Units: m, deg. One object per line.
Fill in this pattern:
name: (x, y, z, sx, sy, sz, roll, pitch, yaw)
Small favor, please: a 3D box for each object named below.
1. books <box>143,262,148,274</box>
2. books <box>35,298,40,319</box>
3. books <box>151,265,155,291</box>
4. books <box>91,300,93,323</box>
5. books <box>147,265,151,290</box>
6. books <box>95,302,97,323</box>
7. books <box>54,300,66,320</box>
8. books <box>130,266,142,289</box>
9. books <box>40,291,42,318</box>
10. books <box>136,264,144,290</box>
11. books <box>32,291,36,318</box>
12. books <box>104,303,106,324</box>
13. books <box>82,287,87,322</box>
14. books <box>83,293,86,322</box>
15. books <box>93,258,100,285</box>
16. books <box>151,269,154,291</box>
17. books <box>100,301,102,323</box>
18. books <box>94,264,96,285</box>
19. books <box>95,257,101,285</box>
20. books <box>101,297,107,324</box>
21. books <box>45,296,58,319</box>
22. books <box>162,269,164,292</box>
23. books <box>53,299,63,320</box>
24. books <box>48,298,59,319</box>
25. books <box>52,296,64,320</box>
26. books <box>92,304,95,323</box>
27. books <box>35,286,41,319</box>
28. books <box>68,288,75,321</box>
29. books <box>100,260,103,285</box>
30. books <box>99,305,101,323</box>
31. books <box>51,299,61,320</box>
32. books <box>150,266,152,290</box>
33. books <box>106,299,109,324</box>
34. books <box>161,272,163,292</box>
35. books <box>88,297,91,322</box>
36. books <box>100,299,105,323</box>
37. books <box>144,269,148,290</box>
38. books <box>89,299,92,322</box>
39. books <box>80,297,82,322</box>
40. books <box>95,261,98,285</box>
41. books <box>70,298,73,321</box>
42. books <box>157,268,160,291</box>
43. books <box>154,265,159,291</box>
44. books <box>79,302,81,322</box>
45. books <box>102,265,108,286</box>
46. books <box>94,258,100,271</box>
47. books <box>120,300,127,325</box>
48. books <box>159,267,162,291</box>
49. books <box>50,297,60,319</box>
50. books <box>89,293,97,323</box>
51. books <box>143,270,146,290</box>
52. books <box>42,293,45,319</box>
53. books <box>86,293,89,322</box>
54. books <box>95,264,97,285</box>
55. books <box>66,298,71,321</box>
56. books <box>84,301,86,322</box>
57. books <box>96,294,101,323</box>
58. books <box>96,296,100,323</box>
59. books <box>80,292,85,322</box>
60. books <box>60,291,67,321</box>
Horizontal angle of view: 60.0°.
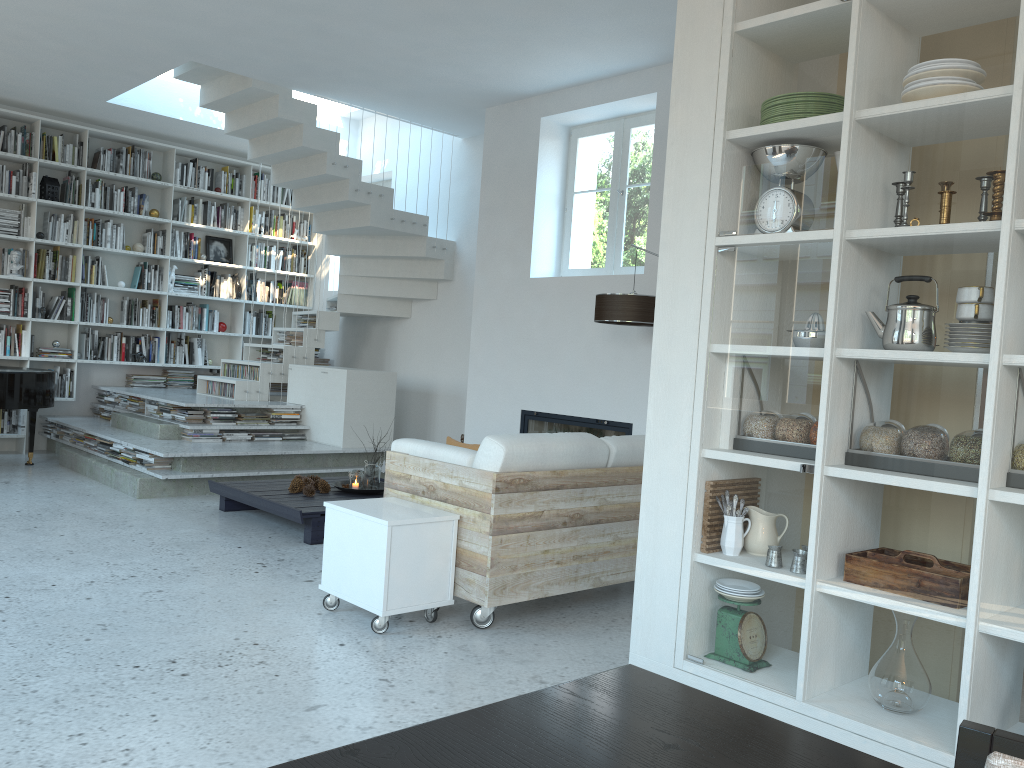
books: (-3.783, -1.105, 9.113, 0.013, 0.295, 0.153, 2, 3, -43)
books: (-4.529, -0.718, 8.427, 0.027, 0.192, 0.182, 2, 3, -43)
books: (-3.728, -1.092, 9.159, 0.032, 0.275, 0.154, 2, 3, -43)
books: (-4.181, -0.716, 8.764, 0.013, 0.218, 0.160, 2, 3, -43)
books: (-3.758, -1.088, 9.119, 0.018, 0.263, 0.165, 2, 3, -43)
books: (-4.155, -0.708, 8.803, 0.013, 0.203, 0.167, 2, 3, -43)
books: (-4.394, -0.716, 8.575, 0.091, 0.205, 0.169, 2, 3, -43)
books: (-3.842, -1.080, 9.057, 0.056, 0.241, 0.153, 2, 3, -43)
books: (-4.519, -0.756, 8.466, 0.012, 0.266, 0.157, 2, 3, -43)
books: (-3.809, -1.091, 9.077, 0.021, 0.264, 0.174, 2, 3, -43)
books: (-4.561, -0.751, 8.422, 0.028, 0.253, 0.142, 2, 3, -43)
books: (-4.092, -0.707, 8.850, 0.014, 0.207, 0.180, 2, 3, -43)
books: (-4.224, -0.781, 8.745, 0.007, 0.342, 0.149, 2, 3, -43)
books: (-4.228, -0.750, 8.720, 0.006, 0.281, 0.155, 2, 3, -43)
books: (-4.121, -1.107, 8.781, 0.006, 0.270, 0.178, 2, 3, -43)
books: (-3.733, -1.067, 9.135, 0.012, 0.224, 0.178, 2, 3, -43)
books: (-4.119, -0.716, 8.842, 0.008, 0.223, 0.133, 2, 3, -43)
books: (-4.151, -1.078, 8.763, 0.014, 0.209, 0.156, 2, 3, -43)
books: (-4.113, -1.116, 8.795, 0.013, 0.287, 0.158, 2, 3, -43)
books: (-4.083, -0.734, 8.862, 0.014, 0.261, 0.141, 2, 3, -43)
books: (-4.437, -0.730, 8.509, 0.095, 0.228, 0.190, 2, 3, -43)
books: (-3.653, -1.074, 9.214, 0.010, 0.246, 0.158, 2, 3, -43)
books: (-4.411, -0.723, 8.574, 0.090, 0.215, 0.139, 2, 3, -43)
books: (-4.429, -0.721, 8.525, 0.089, 0.210, 0.175, 2, 3, -43)
books: (-4.406, -0.735, 8.563, 0.094, 0.239, 0.149, 2, 3, -43)
books: (-4.170, -0.700, 8.770, 0.013, 0.186, 0.183, 2, 3, -43)
books: (-4.521, -0.776, 8.450, 0.013, 0.307, 0.141, 2, 3, -43)
books: (-4.301, -0.775, 8.645, 0.014, 0.325, 0.182, 2, 3, -43)
books: (-4.103, -1.099, 8.817, 0.007, 0.254, 0.160, 2, 3, -43)
books: (-4.127, -0.695, 8.834, 0.013, 0.179, 0.140, 2, 3, -43)
books: (-4.420, -0.721, 8.555, 0.090, 0.212, 0.143, 2, 3, -43)
books: (-3.747, -1.085, 9.131, 0.015, 0.259, 0.152, 2, 3, -43)
books: (-4.074, -0.728, 8.872, 0.013, 0.251, 0.172, 2, 3, -43)
books: (-3.672, -1.059, 9.211, 0.023, 0.212, 0.164, 2, 3, -43)
books: (-4.196, -0.732, 8.746, 0.013, 0.249, 0.165, 2, 3, -43)
books: (-4.104, -0.723, 8.842, 0.015, 0.238, 0.176, 2, 3, -43)
books: (-3.784, -1.067, 9.094, 0.013, 0.219, 0.187, 2, 3, -43)
books: (-4.181, -0.720, 8.747, 0.011, 0.226, 0.188, 2, 3, -43)
books: (-4.260, -0.731, 8.714, 0.011, 0.239, 0.136, 2, 3, -43)
books: (-4.136, -1.095, 8.781, 0.017, 0.243, 0.132, 2, 3, -43)
books: (-4.318, -0.727, 8.637, 0.021, 0.226, 0.148, 2, 3, -43)
books: (-3.694, -1.076, 9.191, 0.013, 0.245, 0.158, 2, 3, -43)
books: (-3.697, -1.090, 9.158, 0.012, 0.274, 0.183, 2, 3, -43)
books: (-4.265, -0.705, 8.700, 0.015, 0.188, 0.168, 2, 3, -43)
books: (-4.064, -1.073, 8.818, 0.051, 0.210, 0.176, 2, 3, -43)
books: (-4.120, -1.109, 8.789, 0.006, 0.274, 0.167, 2, 3, -43)
books: (-3.942, -0.723, 8.999, 0.019, 0.252, 0.130, 2, 3, -43)
books: (-3.673, -1.078, 9.187, 0.011, 0.253, 0.169, 2, 3, -43)
books: (-4.430, -0.729, 8.550, 0.095, 0.226, 0.144, 2, 3, -43)
books: (-4.155, -0.754, 8.776, 0.014, 0.297, 0.175, 2, 3, -43)
books: (-3.791, -1.062, 9.088, 0.006, 0.210, 0.188, 2, 3, -43)
books: (-4.503, -0.746, 8.483, 0.035, 0.248, 0.140, 2, 3, -43)
books: (-4.200, -0.750, 8.737, 0.005, 0.284, 0.159, 2, 3, -43)
books: (-4.138, -1.079, 8.764, 0.007, 0.212, 0.158, 2, 3, -43)
books: (-4.329, -0.725, 8.612, 0.029, 0.223, 0.171, 2, 3, -43)
books: (-4.229, -0.712, 8.734, 0.013, 0.204, 0.154, 2, 3, -43)
books: (-4.132, -0.748, 8.827, 0.006, 0.285, 0.159, 2, 3, -43)
books: (-4.136, -0.739, 8.802, 0.012, 0.267, 0.183, 2, 3, -43)
books: (-4.238, -0.758, 8.713, 0.018, 0.295, 0.177, 2, 3, -43)
books: (-4.356, -0.758, 8.611, 0.013, 0.286, 0.138, 2, 3, -43)
